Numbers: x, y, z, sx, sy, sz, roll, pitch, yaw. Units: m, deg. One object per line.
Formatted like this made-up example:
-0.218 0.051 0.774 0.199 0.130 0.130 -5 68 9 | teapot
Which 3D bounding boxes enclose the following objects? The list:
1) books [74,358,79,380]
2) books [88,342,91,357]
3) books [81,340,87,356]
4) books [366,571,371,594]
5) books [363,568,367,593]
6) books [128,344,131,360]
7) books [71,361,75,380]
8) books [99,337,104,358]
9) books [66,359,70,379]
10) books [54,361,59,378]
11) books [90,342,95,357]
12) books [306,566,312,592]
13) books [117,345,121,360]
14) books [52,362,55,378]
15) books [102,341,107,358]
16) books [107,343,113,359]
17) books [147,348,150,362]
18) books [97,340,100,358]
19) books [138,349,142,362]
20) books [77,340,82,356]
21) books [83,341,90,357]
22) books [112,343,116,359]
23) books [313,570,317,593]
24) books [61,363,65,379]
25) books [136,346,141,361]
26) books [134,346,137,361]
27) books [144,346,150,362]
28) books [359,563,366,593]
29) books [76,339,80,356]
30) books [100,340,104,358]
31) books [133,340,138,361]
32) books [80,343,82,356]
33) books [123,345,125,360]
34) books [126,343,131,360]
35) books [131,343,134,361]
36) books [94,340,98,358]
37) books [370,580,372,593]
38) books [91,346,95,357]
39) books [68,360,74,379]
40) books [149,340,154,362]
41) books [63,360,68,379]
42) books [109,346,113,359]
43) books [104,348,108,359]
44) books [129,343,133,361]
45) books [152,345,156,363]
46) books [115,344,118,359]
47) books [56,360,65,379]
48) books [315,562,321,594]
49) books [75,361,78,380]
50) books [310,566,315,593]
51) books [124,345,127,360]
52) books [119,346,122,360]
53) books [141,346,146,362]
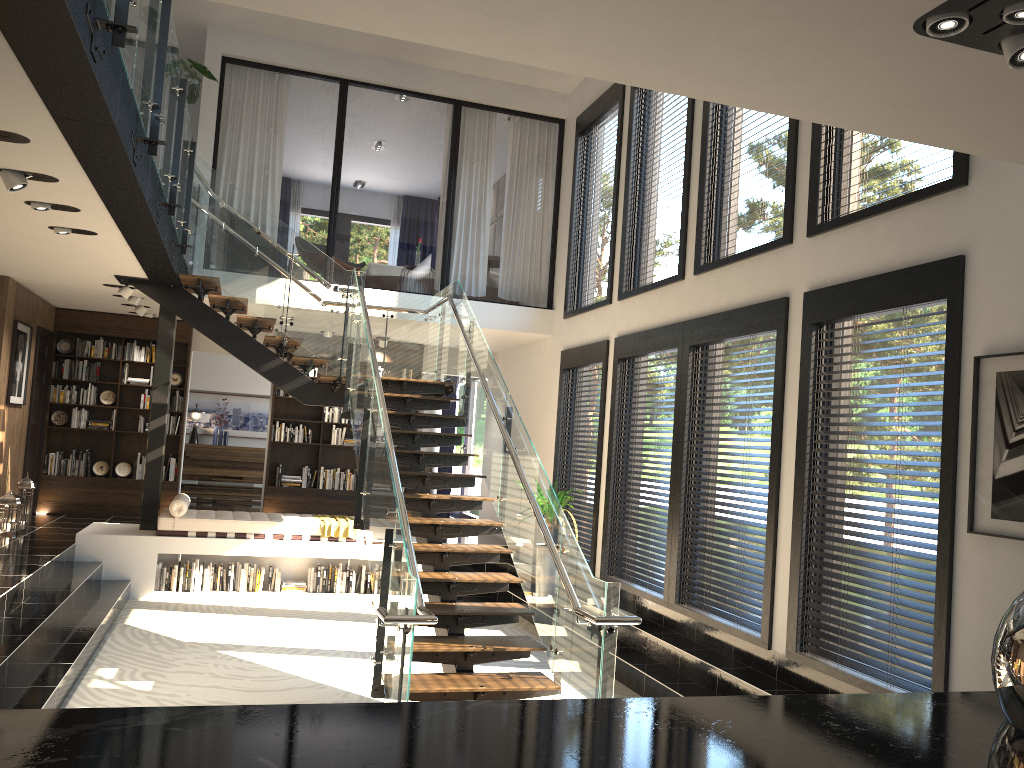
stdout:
-5.783 -0.195 11.769 0.015 0.287 0.154 5 -4 -17 | books
-5.630 -0.456 11.843 0.014 0.212 0.184 5 -4 -17 | books
-5.701 -0.469 11.808 0.026 0.222 0.202 5 -4 -17 | books
-1.635 2.245 10.027 0.032 0.229 0.228 5 -4 -17 | books
-1.673 2.230 10.048 0.030 0.256 0.160 5 -4 -17 | books
-5.147 -0.424 11.964 0.014 0.231 0.280 5 -4 -17 | books
-5.802 -0.176 11.732 0.039 0.243 0.179 5 -4 -17 | books
-5.484 -0.479 11.846 0.012 0.278 0.228 5 -4 -17 | books
-5.860 -0.193 11.730 0.022 0.267 0.198 5 -4 -17 | books
-6.005 -0.187 11.696 0.023 0.231 0.143 5 -4 -17 | books
-5.617 -0.449 11.865 0.025 0.203 0.156 5 -4 -17 | books
-2.263 2.174 9.878 0.026 0.263 0.156 5 -4 -17 | books
-5.277 -0.422 11.920 0.023 0.202 0.201 5 -4 -17 | books
-6.033 -0.180 11.706 0.023 0.215 0.148 5 -4 -17 | books
-5.461 -0.453 11.889 0.020 0.234 0.206 5 -4 -17 | books
-5.403 -0.438 11.918 0.030 0.217 0.165 5 -4 -17 | books
-4.936 -0.381 12.073 0.029 0.190 0.177 5 -4 -17 | books
-5.504 -0.462 11.840 0.025 0.239 0.220 5 -4 -17 | books
-5.036 -0.381 12.033 0.034 0.171 0.158 5 -4 -17 | books
-5.736 -0.471 11.770 0.024 0.216 0.210 5 -4 -17 | books
-5.663 -0.462 11.827 0.059 0.216 0.159 5 -4 -17 | books
-5.344 -0.431 11.922 0.027 0.211 0.181 5 -4 -17 | books
-2.207 2.197 9.882 0.027 0.226 0.165 5 -4 -17 | books
-5.919 -0.166 11.716 0.025 0.204 0.192 5 -4 -17 | books
-5.065 -0.402 12.029 0.027 0.207 0.203 5 -4 -17 | books
-5.082 -0.409 12.006 0.019 0.215 0.214 5 -4 -17 | books
-4.969 -0.400 12.066 0.042 0.222 0.163 5 -4 -17 | books
-1.695 2.199 10.029 0.027 0.312 0.190 5 -4 -17 | books
-5.766 -0.480 11.800 0.017 0.233 0.200 5 -4 -17 | books
-5.477 -0.460 11.873 0.020 0.245 0.228 5 -4 -17 | books
-5.079 -0.443 11.955 0.011 0.276 0.288 5 -4 -17 | books
-5.730 -0.449 11.819 0.020 0.180 0.153 5 -4 -17 | books
-5.232 -0.419 11.994 0.023 0.213 0.194 5 -4 -17 | books
-5.175 -0.428 11.976 0.033 0.236 0.231 5 -4 -17 | books
-5.116 -0.425 11.990 0.035 0.241 0.208 5 -4 -17 | books
-5.538 -0.459 11.842 0.039 0.230 0.205 5 -4 -17 | books
-1.582 2.224 10.080 0.027 0.284 0.177 5 -4 -17 | books
-5.581 -0.424 11.846 0.035 0.155 0.186 5 -4 -17 | books
-5.839 -0.187 11.741 0.027 0.260 0.181 5 -4 -17 | books
-4.899 -0.438 12.042 0.015 0.303 0.252 5 -4 -17 | books
-5.888 -0.189 11.725 0.035 0.255 0.183 5 -4 -17 | books
-5.367 -0.415 11.894 0.029 0.172 0.187 5 -4 -17 | books
-5.442 -0.407 11.915 0.040 0.149 0.126 5 -4 -17 | books
-5.132 -0.427 11.963 0.013 0.239 0.255 5 -4 -17 | books
-4.875 -0.404 12.092 0.064 0.247 0.209 5 -4 -17 | books
-5.310 -0.429 11.924 0.039 0.212 0.172 5 -4 -17 | books
-5.968 -0.194 11.728 0.066 0.254 0.127 5 -4 -17 | books
-2.163 2.154 9.868 0.043 0.316 0.209 5 -4 -17 | books
-5.768 -0.178 11.771 0.018 0.255 0.172 5 -4 -17 | books
-2.228 2.170 9.860 0.030 0.273 0.168 5 -4 -17 | books
-5.198 -0.414 11.956 0.021 0.204 0.224 5 -4 -17 | books
-5.264 -0.414 11.958 0.024 0.193 0.182 5 -4 -17 | books
-5.001 -0.399 12.039 0.034 0.211 0.206 5 -4 -17 | books
